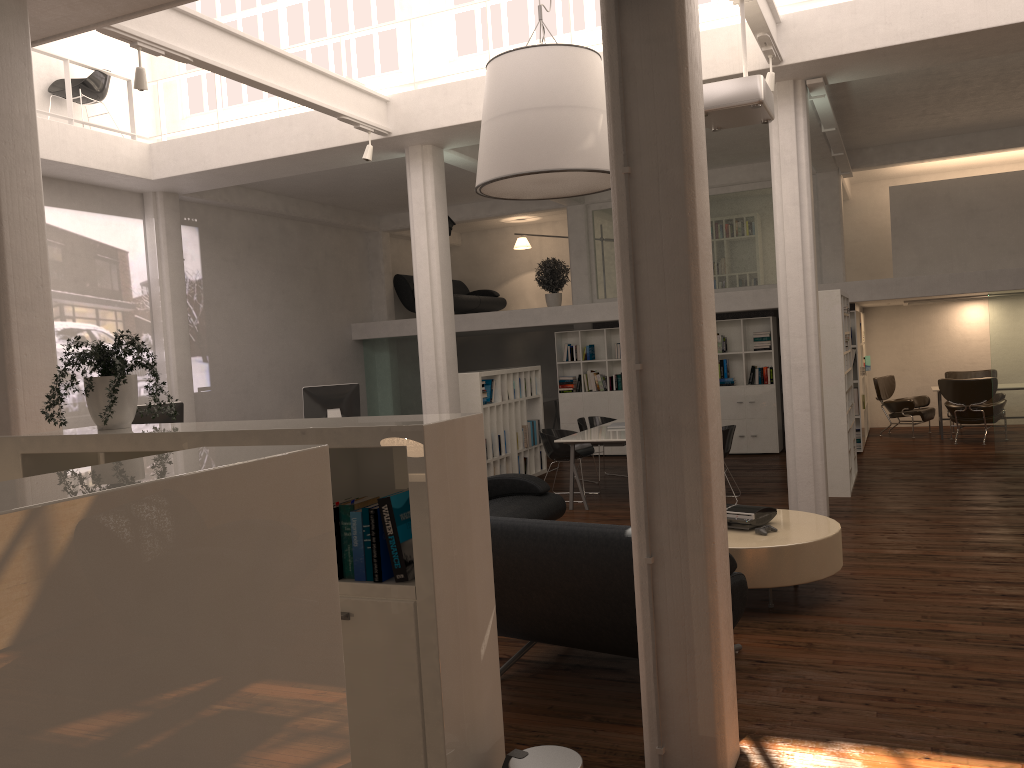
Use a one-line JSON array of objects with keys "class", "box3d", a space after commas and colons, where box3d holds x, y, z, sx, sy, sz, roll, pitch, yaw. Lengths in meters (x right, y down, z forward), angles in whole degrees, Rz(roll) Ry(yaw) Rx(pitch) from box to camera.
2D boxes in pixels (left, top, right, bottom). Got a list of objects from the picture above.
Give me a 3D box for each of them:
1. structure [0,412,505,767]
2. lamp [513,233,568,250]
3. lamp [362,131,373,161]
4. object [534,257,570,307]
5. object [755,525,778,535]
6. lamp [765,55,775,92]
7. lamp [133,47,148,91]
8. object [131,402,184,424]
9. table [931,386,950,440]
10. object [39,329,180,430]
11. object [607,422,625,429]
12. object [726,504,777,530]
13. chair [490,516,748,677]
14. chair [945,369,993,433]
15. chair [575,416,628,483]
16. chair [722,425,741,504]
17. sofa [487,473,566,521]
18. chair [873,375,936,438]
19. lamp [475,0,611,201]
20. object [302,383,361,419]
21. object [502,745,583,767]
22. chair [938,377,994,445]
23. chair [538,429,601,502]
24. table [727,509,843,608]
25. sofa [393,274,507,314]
[{"class": "structure", "box3d": [-2.450, 1.291, 2.456, 3.131, 1.914, 4.752, -3, 2, 24]}, {"class": "lamp", "box3d": [1.161, -3.446, 20.827, 2.635, 0.513, 0.447, -2, 3, 33]}, {"class": "lamp", "box3d": [-1.774, -2.903, 10.838, 0.136, 0.357, 0.117, -3, 2, 17]}, {"class": "object", "box3d": [0.875, -2.128, 18.808, 0.793, 1.127, 0.770, -3, 2, 22]}, {"class": "object", "box3d": [2.022, 1.162, 7.246, 0.193, 0.099, 0.231, -6, 3, -43]}, {"class": "lamp", "box3d": [2.580, -3.111, 8.923, 0.136, 0.357, 0.117, -2, 2, 30]}, {"class": "lamp", "box3d": [-3.189, -2.692, 7.607, 0.136, 0.357, 0.117, -2, 2, 30]}, {"class": "object", "box3d": [-4.236, 0.682, 10.346, 0.347, 0.888, 0.886, -2, 3, 44]}, {"class": "table", "box3d": [9.872, 0.471, 16.257, 3.900, 0.947, 1.040, -3, 2, 24]}, {"class": "object", "box3d": [-2.049, -0.026, 4.560, 0.646, 0.504, 0.709, -5, 3, -35]}, {"class": "object", "box3d": [1.735, 0.393, 13.264, 0.557, 0.470, 0.702, -3, 2, 14]}, {"class": "object", "box3d": [1.903, 1.123, 7.605, 0.558, 0.163, 0.471, -2, 3, 44]}, {"class": "chair", "box3d": [0.626, 1.356, 5.928, 1.454, 1.130, 1.481, -2, 3, 35]}, {"class": "chair", "box3d": [9.238, 0.331, 17.692, 0.994, 1.183, 0.991, -3, 2, 19]}, {"class": "chair", "box3d": [1.462, 1.048, 14.477, 0.795, 1.004, 0.757, -5, 2, -31]}, {"class": "chair", "box3d": [2.632, 1.070, 11.858, 0.757, 1.004, 0.795, -3, 2, 19]}, {"class": "sofa", "box3d": [-0.683, 1.342, 8.700, 1.467, 1.119, 3.087, -3, 2, 24]}, {"class": "chair", "box3d": [7.805, 0.423, 17.689, 0.991, 1.183, 0.994, -2, 3, 44]}, {"class": "lamp", "box3d": [0.217, -3.922, 7.956, 1.386, 4.284, 1.386, -2, 3, 38]}, {"class": "object", "box3d": [-2.815, 0.457, 13.942, 0.886, 0.888, 0.347, -4, 2, -21]}, {"class": "object", "box3d": [0.163, 1.802, 3.702, 0.415, 0.465, 0.311, -3, 2, 7]}, {"class": "chair", "box3d": [8.322, 0.453, 16.005, 0.994, 1.183, 0.991, -2, 3, 39]}, {"class": "chair", "box3d": [0.794, 1.151, 12.858, 0.757, 1.004, 0.795, -3, 2, 24]}, {"class": "table", "box3d": [1.959, 1.491, 7.568, 1.616, 0.570, 1.616, -3, 2, 17]}, {"class": "sofa", "box3d": [-1.413, -2.061, 21.335, 1.467, 1.119, 3.087, -3, 2, 24]}]
